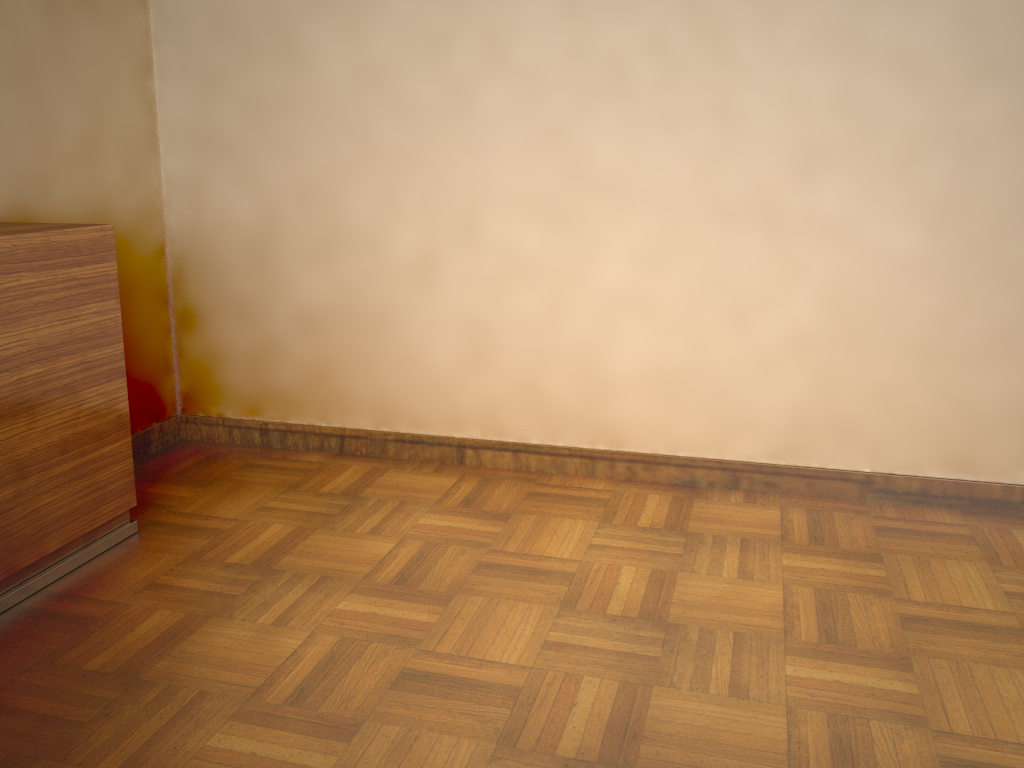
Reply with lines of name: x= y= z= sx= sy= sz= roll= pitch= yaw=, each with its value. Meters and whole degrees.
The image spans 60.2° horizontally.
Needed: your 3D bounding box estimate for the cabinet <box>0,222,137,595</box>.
cabinet: x=-1.518 y=0.174 z=1.754 sx=0.416 sy=0.847 sz=1.702 roll=3 pitch=14 yaw=16
